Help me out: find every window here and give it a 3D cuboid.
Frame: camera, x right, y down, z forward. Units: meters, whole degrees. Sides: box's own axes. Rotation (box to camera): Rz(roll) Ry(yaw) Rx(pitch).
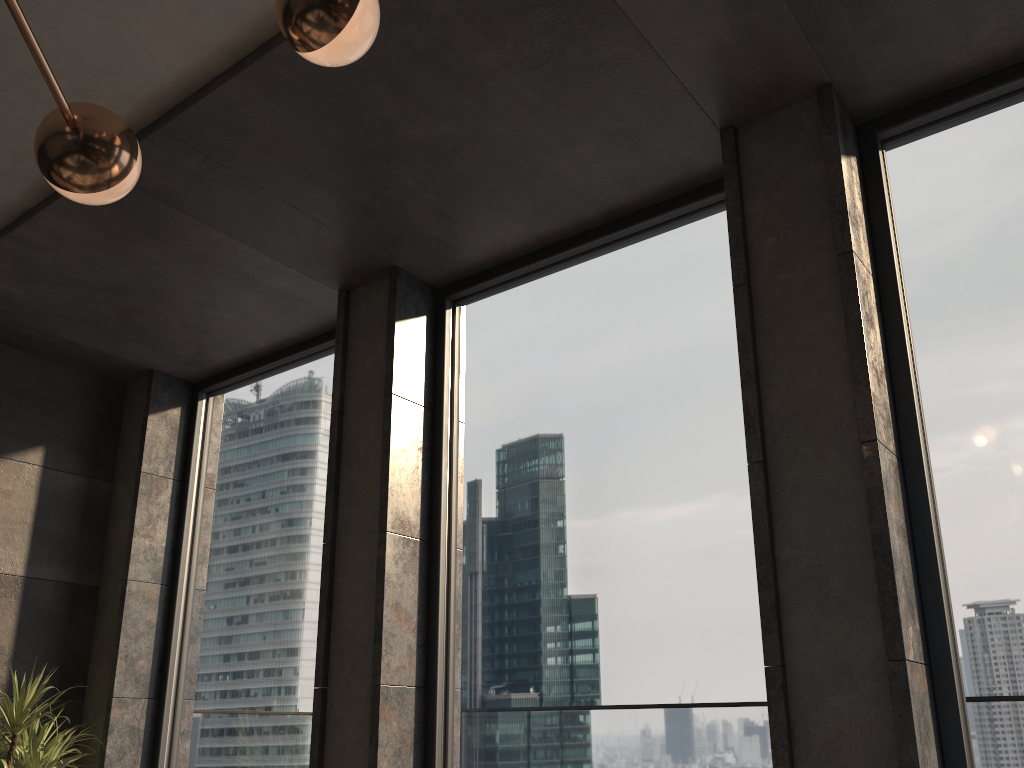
[{"bbox_3d":[1.036,0.566,2.697,7.340,2.921,0.202,-16,-23,35],"label":"window"}]

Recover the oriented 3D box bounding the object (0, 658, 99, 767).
[{"bbox_3d":[-2.388,1.924,3.944,0.955,1.324,1.048,7,-20,-20],"label":"object"}]

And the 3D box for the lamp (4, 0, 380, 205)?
[{"bbox_3d":[-0.614,-1.112,1.187,1.016,1.010,1.503,-5,-21,12],"label":"lamp"}]
